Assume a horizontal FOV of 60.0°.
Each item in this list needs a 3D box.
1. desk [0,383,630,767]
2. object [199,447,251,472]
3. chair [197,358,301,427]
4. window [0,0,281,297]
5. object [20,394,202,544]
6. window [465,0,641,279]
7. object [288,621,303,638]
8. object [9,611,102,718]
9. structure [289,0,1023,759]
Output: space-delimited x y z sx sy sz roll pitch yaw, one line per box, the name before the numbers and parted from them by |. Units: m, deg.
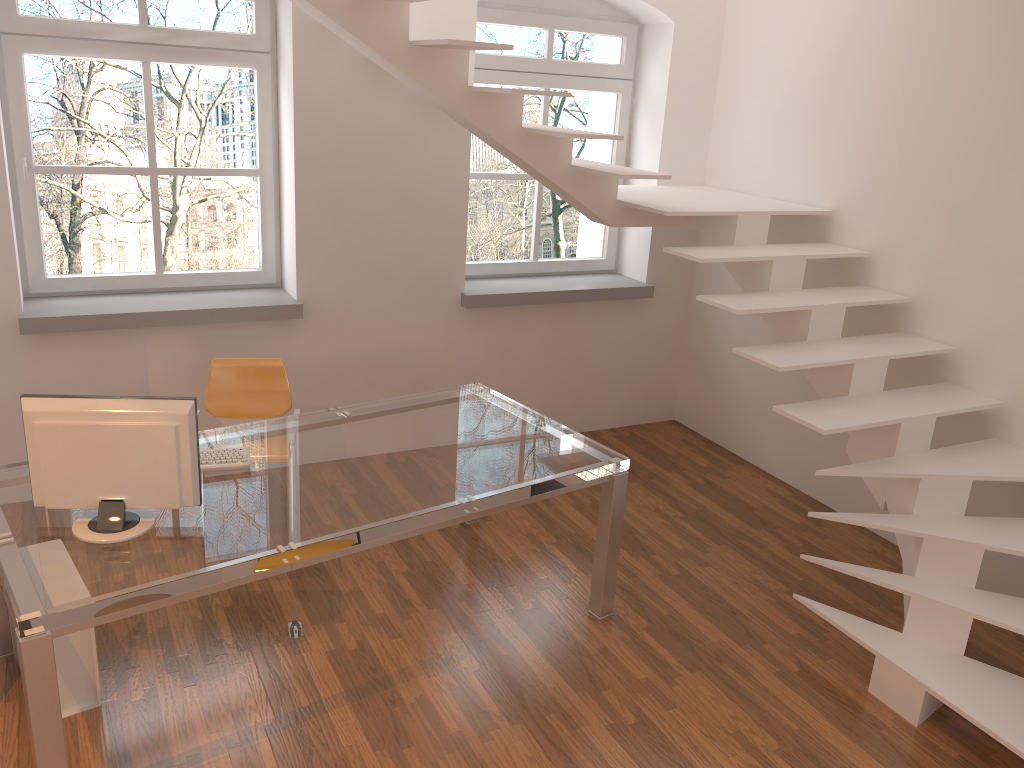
desk | -0.757 0.665 3.513 2.239 0.750 1.092 -10 23 -36
object | -1.226 0.284 3.328 0.467 0.031 0.200 -2 19 -17
chair | -1.266 0.335 4.251 0.495 0.829 0.464 -1 19 -12
window | -1.850 -1.312 4.520 1.308 1.737 0.142 -6 21 -27
object | -1.277 0.256 2.788 0.516 0.418 0.245 4 18 2
window | 0.191 -1.522 5.544 1.308 1.737 0.142 -6 21 -27
object | -0.889 1.002 3.637 0.054 0.035 0.115 -2 19 -17
object | -1.662 0.894 3.197 0.200 0.422 0.474 -10 23 -36
structure | -0.035 -0.434 3.345 4.630 3.042 3.450 -6 21 -27
